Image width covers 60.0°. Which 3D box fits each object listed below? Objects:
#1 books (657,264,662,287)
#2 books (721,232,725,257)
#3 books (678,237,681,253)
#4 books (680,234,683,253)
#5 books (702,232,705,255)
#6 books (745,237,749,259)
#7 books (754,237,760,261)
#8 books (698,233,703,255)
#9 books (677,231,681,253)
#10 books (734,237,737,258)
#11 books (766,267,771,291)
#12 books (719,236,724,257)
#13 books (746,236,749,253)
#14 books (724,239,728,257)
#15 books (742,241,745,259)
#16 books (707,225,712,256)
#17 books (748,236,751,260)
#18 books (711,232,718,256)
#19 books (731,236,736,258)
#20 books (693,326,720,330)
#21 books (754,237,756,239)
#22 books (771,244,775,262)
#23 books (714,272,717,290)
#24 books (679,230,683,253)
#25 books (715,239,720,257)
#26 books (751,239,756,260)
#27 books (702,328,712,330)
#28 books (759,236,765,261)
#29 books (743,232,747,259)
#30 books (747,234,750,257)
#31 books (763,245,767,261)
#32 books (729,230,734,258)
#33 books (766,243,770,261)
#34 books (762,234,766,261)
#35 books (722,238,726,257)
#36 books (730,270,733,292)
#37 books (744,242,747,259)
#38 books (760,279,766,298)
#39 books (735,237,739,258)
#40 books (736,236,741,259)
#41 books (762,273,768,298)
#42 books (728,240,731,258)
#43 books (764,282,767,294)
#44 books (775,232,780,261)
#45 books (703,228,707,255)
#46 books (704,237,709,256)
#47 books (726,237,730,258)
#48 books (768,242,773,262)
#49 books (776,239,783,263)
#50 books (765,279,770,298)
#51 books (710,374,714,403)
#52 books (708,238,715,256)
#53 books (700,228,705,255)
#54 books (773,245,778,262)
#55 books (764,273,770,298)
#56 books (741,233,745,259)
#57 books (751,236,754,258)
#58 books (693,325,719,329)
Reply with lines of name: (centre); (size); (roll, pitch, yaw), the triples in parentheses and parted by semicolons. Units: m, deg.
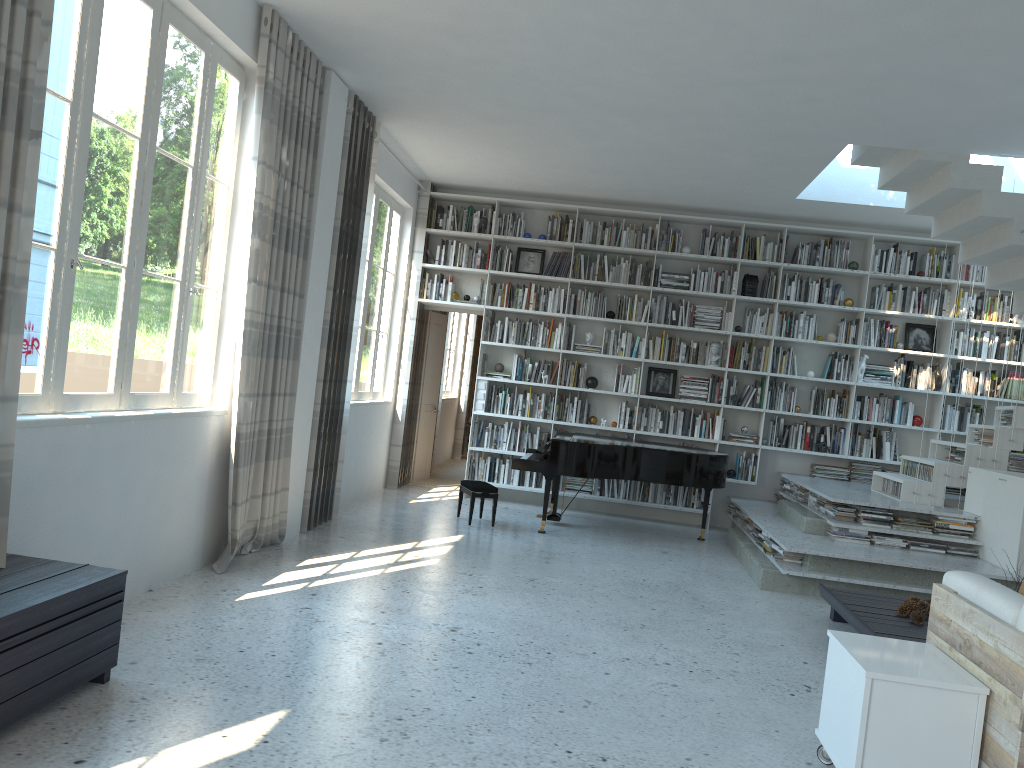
books: (1.522, -1.100, 9.164); (0.021, 0.249, 0.191); (7, 1, 6)
books: (2.156, -1.407, 9.093); (0.010, 0.270, 0.180); (7, 1, 6)
books: (1.726, -1.415, 9.163); (0.010, 0.186, 0.152); (7, 1, 6)
books: (1.747, -1.437, 9.173); (0.004, 0.235, 0.137); (7, 1, 6)
books: (1.965, -1.428, 9.140); (0.011, 0.267, 0.129); (7, 1, 6)
books: (2.391, -1.364, 9.062); (0.007, 0.239, 0.191); (7, 1, 6)
books: (2.499, -1.360, 9.061); (0.054, 0.254, 0.190); (7, 1, 6)
books: (1.939, -1.420, 9.144); (0.012, 0.245, 0.151); (7, 1, 6)
books: (1.719, -1.447, 9.174); (0.013, 0.249, 0.148); (7, 1, 6)
books: (2.283, -1.379, 9.107); (0.014, 0.244, 0.145); (7, 1, 6)
books: (2.601, -1.022, 9.069); (0.025, 0.339, 0.143); (7, 1, 6)
books: (2.139, -1.392, 9.110); (0.023, 0.236, 0.154); (7, 1, 6)
books: (2.400, -1.374, 9.076); (0.006, 0.260, 0.166); (7, 1, 6)
books: (2.179, -1.370, 9.084); (0.023, 0.202, 0.193); (7, 1, 6)
books: (2.359, -1.351, 9.102); (0.016, 0.204, 0.143); (7, 1, 6)
books: (2.018, -1.454, 9.115); (0.010, 0.331, 0.186); (7, 1, 6)
books: (2.427, -1.371, 9.075); (0.034, 0.261, 0.157); (7, 1, 6)
books: (2.084, -1.415, 9.130); (0.028, 0.270, 0.140); (7, 1, 6)
books: (2.261, -1.382, 9.099); (0.028, 0.244, 0.161); (7, 1, 6)
books: (1.997, -0.569, 9.134); (0.254, 0.012, 0.161); (7, 0, 2)
books: (2.473, -1.368, 9.096); (0.007, 0.264, 0.133); (7, 1, 6)
books: (2.653, -1.316, 9.062); (0.025, 0.203, 0.162); (7, 1, 6)
books: (2.080, -1.030, 9.133); (0.011, 0.239, 0.139); (7, 1, 6)
books: (1.739, -1.448, 9.155); (0.011, 0.256, 0.143); (7, 1, 6)
books: (2.108, -1.379, 9.109); (0.033, 0.203, 0.166); (7, 1, 6)
books: (2.456, -1.354, 9.062); (0.015, 0.234, 0.171); (7, 1, 6)
books: (1.997, -0.557, 9.143); (0.254, 0.012, 0.161); (7, 0, 6)
books: (2.543, -1.364, 9.077); (0.030, 0.274, 0.151); (7, 1, 6)
books: (2.374, -1.396, 9.083); (0.007, 0.298, 0.181); (7, 1, 6)
books: (2.409, -1.382, 9.087); (0.007, 0.279, 0.150); (7, 1, 6)
books: (2.571, -1.313, 9.054); (0.022, 0.180, 0.173); (7, 1, 6)
books: (2.246, -1.416, 9.108); (0.012, 0.308, 0.138); (7, 1, 6)
books: (2.596, -1.322, 9.052); (0.024, 0.202, 0.180); (7, 1, 6)
books: (2.563, -1.374, 9.057); (0.010, 0.297, 0.167); (7, 1, 6)
books: (2.165, -1.379, 9.103); (0.012, 0.217, 0.179); (7, 1, 6)
books: (2.245, -1.042, 9.120); (0.010, 0.299, 0.133); (7, 1, 6)
books: (2.380, -1.342, 9.089); (0.015, 0.193, 0.160); (7, 1, 6)
books: (2.563, -0.963, 9.077); (0.019, 0.214, 0.156); (7, 1, 6)
books: (2.295, -1.375, 9.097); (0.014, 0.239, 0.153); (7, 1, 6)
books: (2.315, -1.382, 9.101); (0.022, 0.257, 0.136); (7, 1, 6)
books: (2.570, -0.992, 9.043); (0.021, 0.272, 0.190); (7, 1, 6)
books: (2.228, -1.366, 9.117); (0.014, 0.204, 0.135); (7, 1, 6)
books: (2.576, -0.954, 9.083); (0.022, 0.199, 0.143); (7, 1, 6)
books: (2.701, -1.374, 9.066); (0.012, 0.330, 0.128); (7, 1, 6)
books: (1.976, -1.441, 9.130); (0.011, 0.296, 0.157); (7, 1, 6)
books: (1.993, -1.395, 9.140); (0.031, 0.208, 0.146); (7, 1, 6)
books: (2.210, -1.383, 9.125); (0.026, 0.234, 0.137); (7, 1, 6)
books: (2.623, -1.324, 9.045); (0.031, 0.213, 0.169); (7, 1, 6)
books: (2.714, -1.334, 9.033); (0.029, 0.253, 0.186); (7, 1, 6)
books: (2.599, -0.961, 9.069); (0.024, 0.217, 0.169); (7, 1, 6)
books: (2.056, 0.046, 9.154); (0.011, 0.299, 0.130); (7, 1, 6)
books: (2.041, -1.390, 9.118); (0.050, 0.211, 0.173); (7, 1, 6)
books: (1.953, -1.442, 9.124); (0.014, 0.292, 0.176); (7, 1, 6)
books: (2.674, -1.309, 9.053); (0.022, 0.194, 0.181); (7, 1, 6)
books: (2.588, -0.989, 9.055); (0.022, 0.272, 0.181); (7, 1, 6)
books: (2.350, -1.389, 9.081); (0.008, 0.279, 0.170); (7, 1, 6)
books: (2.449, -1.369, 9.081); (0.008, 0.262, 0.142); (7, 1, 6)
books: (1.999, -0.581, 9.136); (0.254, 0.012, 0.161); (7, 0, 9)
